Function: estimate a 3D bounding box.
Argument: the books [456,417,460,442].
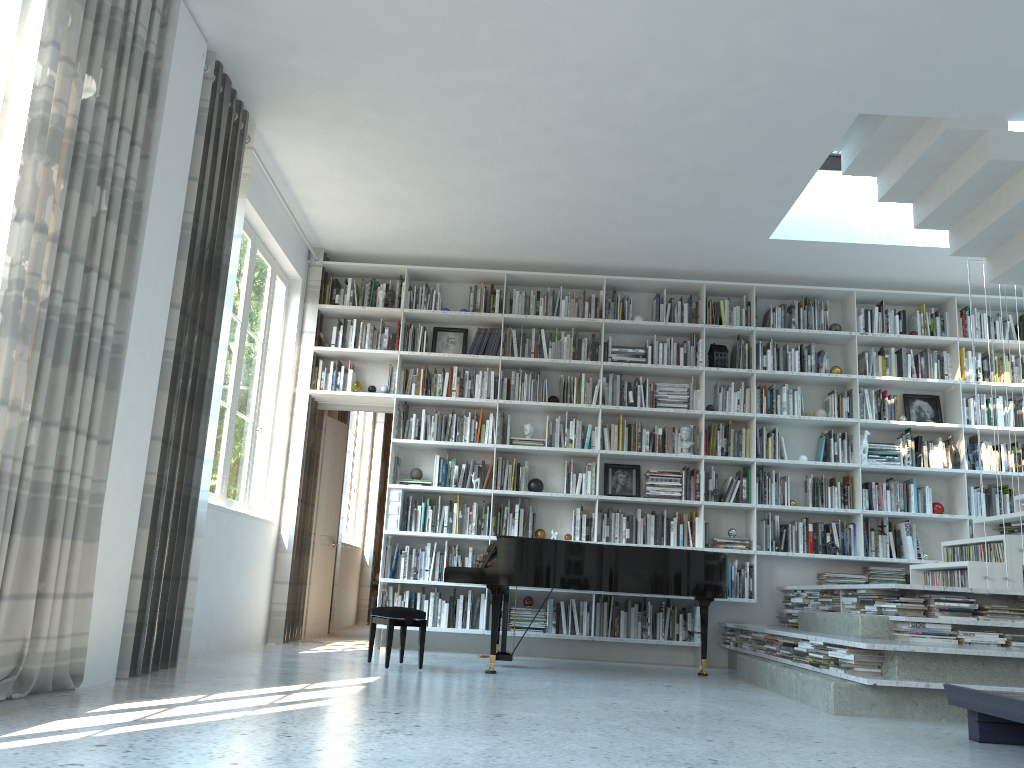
[{"bbox_3d":[-0.444,0.404,7.382,0.013,0.228,0.177,3,-13,1],"label":"books"}]

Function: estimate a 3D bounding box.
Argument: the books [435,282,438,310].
[{"bbox_3d":[-0.650,-0.713,7.648,0.007,0.300,0.146,3,-13,1],"label":"books"}]

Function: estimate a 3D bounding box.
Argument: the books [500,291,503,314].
[{"bbox_3d":[-0.089,-0.658,7.639,0.039,0.251,0.147,3,-13,1],"label":"books"}]

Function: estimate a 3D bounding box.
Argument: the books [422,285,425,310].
[{"bbox_3d":[-0.757,-0.701,7.634,0.016,0.260,0.154,3,-13,1],"label":"books"}]

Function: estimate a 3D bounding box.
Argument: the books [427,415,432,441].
[{"bbox_3d":[-0.691,0.390,7.409,0.049,0.242,0.139,3,-13,1],"label":"books"}]

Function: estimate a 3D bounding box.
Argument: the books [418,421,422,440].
[{"bbox_3d":[-0.762,0.415,7.411,0.021,0.187,0.129,3,-13,1],"label":"books"}]

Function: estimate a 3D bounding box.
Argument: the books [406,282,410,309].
[{"bbox_3d":[-0.895,-0.718,7.650,0.007,0.284,0.160,3,-13,1],"label":"books"}]

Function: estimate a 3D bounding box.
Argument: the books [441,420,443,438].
[{"bbox_3d":[-0.581,0.414,7.402,0.010,0.203,0.139,3,-13,1],"label":"books"}]

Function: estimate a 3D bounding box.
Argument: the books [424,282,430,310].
[{"bbox_3d":[-0.734,-0.713,7.619,0.015,0.279,0.191,3,-13,1],"label":"books"}]

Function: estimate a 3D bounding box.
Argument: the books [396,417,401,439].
[{"bbox_3d":[-0.934,0.390,7.394,0.026,0.208,0.155,3,-13,1],"label":"books"}]

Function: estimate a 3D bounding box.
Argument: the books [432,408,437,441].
[{"bbox_3d":[-0.645,0.363,7.394,0.011,0.292,0.184,3,-13,1],"label":"books"}]

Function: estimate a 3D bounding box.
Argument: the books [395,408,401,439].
[{"bbox_3d":[-0.950,0.354,7.411,0.012,0.284,0.160,3,-13,1],"label":"books"}]

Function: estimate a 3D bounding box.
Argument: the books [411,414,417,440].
[{"bbox_3d":[-0.810,0.381,7.384,0.022,0.235,0.177,3,-13,1],"label":"books"}]

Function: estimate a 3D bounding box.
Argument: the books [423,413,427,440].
[{"bbox_3d":[-0.721,0.381,7.387,0.011,0.245,0.176,3,-13,1],"label":"books"}]

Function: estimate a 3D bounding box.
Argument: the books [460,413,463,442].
[{"bbox_3d":[-0.418,0.386,7.393,0.012,0.271,0.145,3,-13,1],"label":"books"}]

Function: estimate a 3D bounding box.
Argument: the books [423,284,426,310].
[{"bbox_3d":[-0.745,-0.706,7.633,0.007,0.271,0.155,3,-13,1],"label":"books"}]

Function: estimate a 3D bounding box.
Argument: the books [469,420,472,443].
[{"bbox_3d":[-0.343,0.418,7.391,0.012,0.217,0.160,3,-13,1],"label":"books"}]

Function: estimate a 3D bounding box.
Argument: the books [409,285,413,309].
[{"bbox_3d":[-0.872,-0.704,7.645,0.007,0.258,0.157,3,-13,1],"label":"books"}]

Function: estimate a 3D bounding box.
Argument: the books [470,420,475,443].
[{"bbox_3d":[-0.327,0.419,7.395,0.021,0.220,0.149,3,-13,1],"label":"books"}]

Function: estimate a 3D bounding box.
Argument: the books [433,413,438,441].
[{"bbox_3d":[-0.631,0.384,7.381,0.021,0.247,0.189,3,-13,1],"label":"books"}]

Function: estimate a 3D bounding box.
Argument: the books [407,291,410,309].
[{"bbox_3d":[-0.885,-0.679,7.633,0.017,0.203,0.143,3,-13,1],"label":"books"}]

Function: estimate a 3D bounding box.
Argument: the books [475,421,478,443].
[{"bbox_3d":[-0.296,0.426,7.383,0.013,0.203,0.162,3,-13,1],"label":"books"}]

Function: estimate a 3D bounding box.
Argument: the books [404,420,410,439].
[{"bbox_3d":[-0.867,0.404,7.377,0.037,0.181,0.189,3,-13,1],"label":"books"}]

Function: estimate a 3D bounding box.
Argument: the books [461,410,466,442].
[{"bbox_3d":[-0.406,0.375,7.411,0.011,0.303,0.130,3,-13,1],"label":"books"}]

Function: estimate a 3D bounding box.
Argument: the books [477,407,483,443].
[{"bbox_3d":[-0.268,0.368,7.397,0.035,0.325,0.170,3,-13,1],"label":"books"}]

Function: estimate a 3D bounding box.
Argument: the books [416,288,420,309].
[{"bbox_3d":[-0.801,-0.686,7.629,0.013,0.224,0.177,3,-13,1],"label":"books"}]

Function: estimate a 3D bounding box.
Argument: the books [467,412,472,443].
[{"bbox_3d":[-0.355,0.386,7.384,0.015,0.274,0.157,3,-13,1],"label":"books"}]

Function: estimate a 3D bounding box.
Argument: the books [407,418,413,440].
[{"bbox_3d":[-0.843,0.396,7.397,0.042,0.208,0.143,3,-13,1],"label":"books"}]

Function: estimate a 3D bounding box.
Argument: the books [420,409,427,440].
[{"bbox_3d":[-0.737,0.365,7.399,0.023,0.280,0.174,3,-13,1],"label":"books"}]

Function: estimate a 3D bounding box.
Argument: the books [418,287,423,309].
[{"bbox_3d":[-0.786,-0.693,7.636,0.016,0.242,0.156,3,-13,1],"label":"books"}]

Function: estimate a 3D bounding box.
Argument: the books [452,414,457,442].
[{"bbox_3d":[-0.481,0.392,7.399,0.021,0.256,0.156,3,-13,1],"label":"books"}]

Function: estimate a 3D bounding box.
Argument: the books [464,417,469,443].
[{"bbox_3d":[-0.377,0.408,7.409,0.028,0.242,0.132,3,-13,1],"label":"books"}]

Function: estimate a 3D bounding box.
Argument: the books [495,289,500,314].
[{"bbox_3d":[-0.125,-0.664,7.625,0.031,0.253,0.178,3,-13,1],"label":"books"}]

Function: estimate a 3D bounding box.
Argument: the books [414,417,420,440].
[{"bbox_3d":[-0.786,0.396,7.370,0.028,0.203,0.188,3,-13,1],"label":"books"}]

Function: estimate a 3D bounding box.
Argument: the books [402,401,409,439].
[{"bbox_3d":[-0.888,0.327,7.387,0.012,0.333,0.185,3,-13,1],"label":"books"}]

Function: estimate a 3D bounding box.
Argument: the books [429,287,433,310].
[{"bbox_3d":[-0.695,-0.692,7.639,0.013,0.252,0.129,3,-13,1],"label":"books"}]

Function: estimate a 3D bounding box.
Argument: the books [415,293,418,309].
[{"bbox_3d":[-0.817,-0.668,7.642,0.017,0.193,0.129,3,-13,1],"label":"books"}]

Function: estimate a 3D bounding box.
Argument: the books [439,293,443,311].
[{"bbox_3d":[-0.614,-0.665,7.642,0.013,0.209,0.137,3,-13,1],"label":"books"}]

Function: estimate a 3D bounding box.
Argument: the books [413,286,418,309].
[{"bbox_3d":[-0.830,-0.699,7.635,0.012,0.248,0.180,3,-13,1],"label":"books"}]

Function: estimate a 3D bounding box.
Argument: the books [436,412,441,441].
[{"bbox_3d":[-0.614,0.378,7.400,0.011,0.270,0.158,3,-13,1],"label":"books"}]

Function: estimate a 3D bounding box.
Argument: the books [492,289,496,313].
[{"bbox_3d":[-0.152,-0.666,7.639,0.022,0.260,0.152,3,-13,1],"label":"books"}]

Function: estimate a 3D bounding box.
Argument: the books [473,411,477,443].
[{"bbox_3d":[-0.307,0.386,7.407,0.015,0.292,0.144,3,-13,1],"label":"books"}]

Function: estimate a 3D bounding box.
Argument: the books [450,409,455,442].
[{"bbox_3d":[-0.497,0.368,7.394,0.013,0.299,0.152,3,-13,1],"label":"books"}]

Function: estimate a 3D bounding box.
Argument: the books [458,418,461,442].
[{"bbox_3d":[-0.431,0.409,7.393,0.013,0.227,0.152,3,-13,1],"label":"books"}]

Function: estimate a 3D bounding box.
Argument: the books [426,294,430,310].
[{"bbox_3d":[-0.716,-0.660,7.626,0.026,0.182,0.162,3,-13,1],"label":"books"}]

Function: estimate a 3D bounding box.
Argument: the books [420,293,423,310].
[{"bbox_3d":[-0.773,-0.666,7.639,0.014,0.192,0.146,3,-13,1],"label":"books"}]

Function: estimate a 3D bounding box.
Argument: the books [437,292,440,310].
[{"bbox_3d":[-0.628,-0.664,7.631,0.014,0.201,0.171,3,-13,1],"label":"books"}]

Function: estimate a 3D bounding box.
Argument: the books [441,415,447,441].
[{"bbox_3d":[-0.564,0.392,7.388,0.023,0.242,0.185,3,-13,1],"label":"books"}]

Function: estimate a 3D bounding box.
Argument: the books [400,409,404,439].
[{"bbox_3d":[-0.909,0.360,7.383,0.027,0.265,0.176,3,-13,1],"label":"books"}]

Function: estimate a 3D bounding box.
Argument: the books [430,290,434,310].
[{"bbox_3d":[-0.683,-0.678,7.626,0.013,0.219,0.181,3,-13,1],"label":"books"}]

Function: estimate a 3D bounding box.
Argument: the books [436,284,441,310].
[{"bbox_3d":[-0.639,-0.705,7.658,0.015,0.292,0.131,3,-13,1],"label":"books"}]

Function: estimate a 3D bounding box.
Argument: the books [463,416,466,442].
[{"bbox_3d":[-0.396,0.400,7.401,0.011,0.251,0.139,3,-13,1],"label":"books"}]

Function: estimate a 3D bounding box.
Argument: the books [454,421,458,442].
[{"bbox_3d":[-0.462,0.419,7.393,0.021,0.204,0.130,3,-13,1],"label":"books"}]

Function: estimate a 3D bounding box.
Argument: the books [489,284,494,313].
[{"bbox_3d":[-0.174,-0.690,7.620,0.025,0.296,0.164,3,-13,1],"label":"books"}]

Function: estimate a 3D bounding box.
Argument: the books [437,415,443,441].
[{"bbox_3d":[-0.597,0.391,7.380,0.024,0.236,0.167,3,-13,1],"label":"books"}]

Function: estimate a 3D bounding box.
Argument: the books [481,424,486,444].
[{"bbox_3d":[-0.239,0.440,7.384,0.030,0.183,0.152,3,-13,1],"label":"books"}]

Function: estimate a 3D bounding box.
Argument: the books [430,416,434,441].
[{"bbox_3d":[-0.660,0.394,7.389,0.014,0.229,0.148,3,-13,1],"label":"books"}]

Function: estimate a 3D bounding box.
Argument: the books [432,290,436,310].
[{"bbox_3d":[-0.666,-0.675,7.619,0.021,0.213,0.173,3,-13,1],"label":"books"}]

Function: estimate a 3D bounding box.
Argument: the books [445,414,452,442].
[{"bbox_3d":[-0.528,0.392,7.407,0.048,0.256,0.142,3,-13,1],"label":"books"}]

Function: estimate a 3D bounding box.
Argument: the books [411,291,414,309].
[{"bbox_3d":[-0.854,-0.679,7.638,0.032,0.209,0.158,3,-13,1],"label":"books"}]
